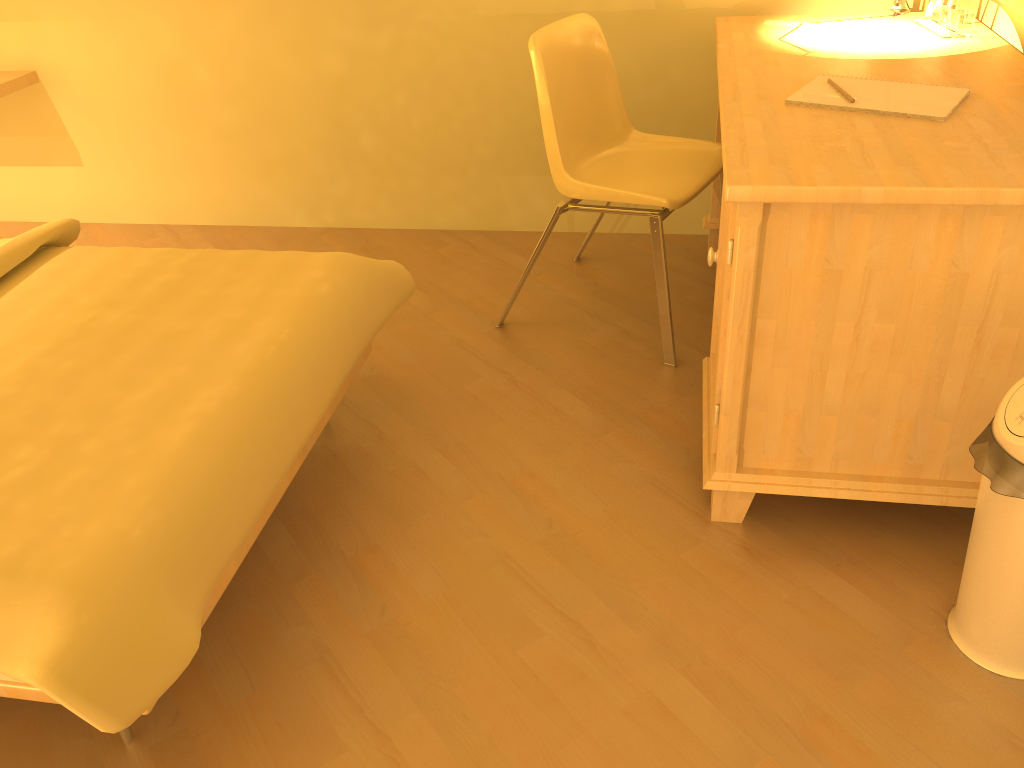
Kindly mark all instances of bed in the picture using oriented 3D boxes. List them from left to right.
[{"bbox_3d":[-1.520,-0.079,1.738,2.378,0.894,1.286,3,33,10],"label":"bed"}]

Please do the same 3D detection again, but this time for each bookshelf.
[{"bbox_3d":[-1.205,-1.494,2.613,2.605,1.240,0.300,3,33,10],"label":"bookshelf"}]

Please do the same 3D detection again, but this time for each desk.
[{"bbox_3d":[0.812,-0.369,2.120,0.684,0.720,1.396,3,33,10],"label":"desk"}]

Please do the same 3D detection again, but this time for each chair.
[{"bbox_3d":[0.298,-0.561,2.414,0.546,0.785,0.531,15,37,27],"label":"chair"}]

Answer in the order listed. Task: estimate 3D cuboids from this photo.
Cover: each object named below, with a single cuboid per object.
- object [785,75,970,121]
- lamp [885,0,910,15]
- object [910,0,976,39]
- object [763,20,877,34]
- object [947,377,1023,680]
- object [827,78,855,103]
[{"bbox_3d":[0.729,-0.575,1.770,0.300,0.010,0.210,18,38,31],"label":"object"},{"bbox_3d":[0.914,-1.146,2.236,0.140,0.455,0.484,18,38,31],"label":"lamp"},{"bbox_3d":[1.093,-0.956,2.245,0.070,0.105,0.240,-1,32,4],"label":"object"},{"bbox_3d":[0.814,-0.953,2.359,0.300,0.009,0.040,22,40,35],"label":"object"},{"bbox_3d":[0.832,0.209,1.378,0.255,0.535,0.248,26,43,38],"label":"object"},{"bbox_3d":[0.665,-0.595,1.795,0.008,0.009,0.166,-2,32,3],"label":"object"}]
